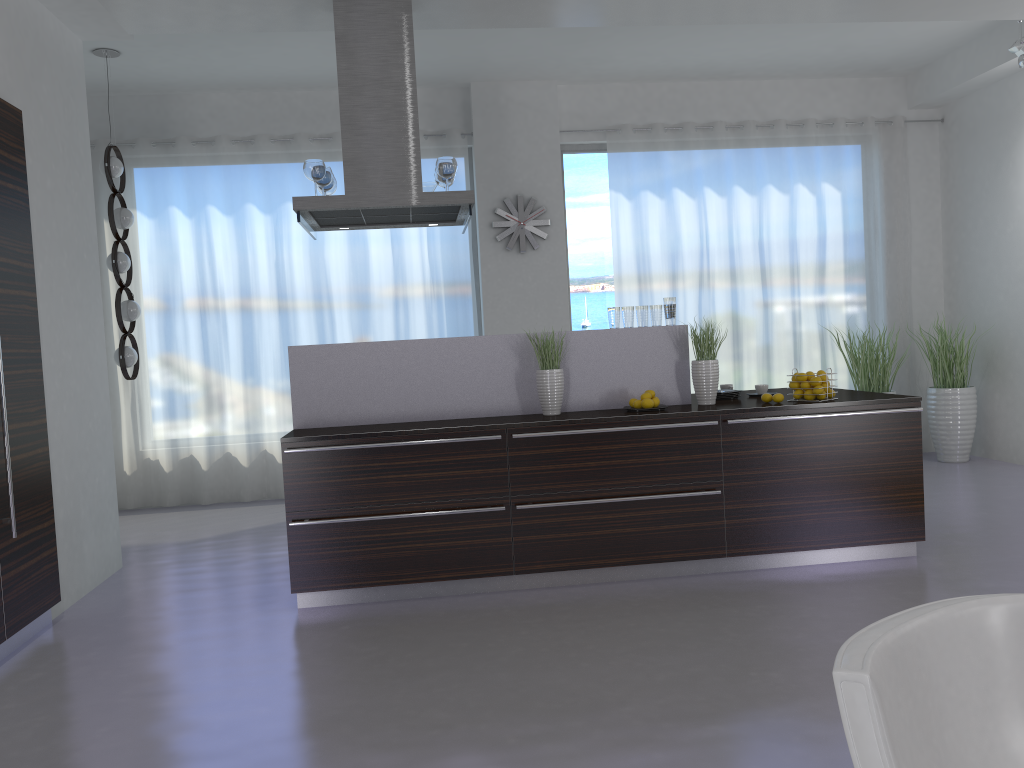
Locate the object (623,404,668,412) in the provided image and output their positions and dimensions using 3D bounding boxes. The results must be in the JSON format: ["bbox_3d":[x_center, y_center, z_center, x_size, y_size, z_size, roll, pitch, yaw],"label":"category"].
[{"bbox_3d":[0.716,0.130,4.745,0.232,0.020,0.232,-3,3,2],"label":"object"}]

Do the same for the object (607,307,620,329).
[{"bbox_3d":[0.573,-0.370,4.973,0.071,0.119,0.072,0,4,44],"label":"object"}]

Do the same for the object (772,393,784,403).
[{"bbox_3d":[1.424,0.076,4.746,0.063,0.051,0.053,-3,3,-2],"label":"object"}]

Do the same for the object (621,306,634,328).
[{"bbox_3d":[0.653,-0.375,4.982,0.072,0.119,0.071,-1,3,34],"label":"object"}]

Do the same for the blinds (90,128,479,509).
[{"bbox_3d":[-1.909,-0.565,7.608,3.245,3.112,0.120,-3,3,-6],"label":"blinds"}]

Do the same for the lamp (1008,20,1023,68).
[{"bbox_3d":[3.600,-2.487,6.243,0.185,0.511,0.150,-3,3,-6],"label":"lamp"}]

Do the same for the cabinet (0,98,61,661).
[{"bbox_3d":[-2.379,0.020,2.519,0.669,2.500,3.600,-3,3,-6],"label":"cabinet"}]

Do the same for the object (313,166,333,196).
[{"bbox_3d":[-1.091,-1.138,5.110,0.125,0.221,0.125,-2,3,19],"label":"object"}]

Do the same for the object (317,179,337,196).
[{"bbox_3d":[-1.126,-1.151,5.413,0.125,0.221,0.125,-2,3,19],"label":"object"}]

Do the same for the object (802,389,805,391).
[{"bbox_3d":[1.616,0.052,4.887,0.053,0.053,0.061,-1,4,39],"label":"object"}]

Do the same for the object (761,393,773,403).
[{"bbox_3d":[1.378,0.076,4.790,0.053,0.051,0.063,-5,3,-37],"label":"object"}]

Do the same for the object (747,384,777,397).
[{"bbox_3d":[1.490,0.040,5.286,0.153,0.069,0.153,-5,3,-33],"label":"object"}]

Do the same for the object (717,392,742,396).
[{"bbox_3d":[1.228,0.060,5.247,0.232,0.020,0.232,-3,3,-3],"label":"object"}]

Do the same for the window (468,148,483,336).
[{"bbox_3d":[-1.782,-0.771,7.838,3.000,2.500,0.100,-3,3,-6],"label":"window"}]

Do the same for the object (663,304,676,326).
[{"bbox_3d":[0.893,-0.389,5.008,0.072,0.119,0.071,-1,3,34],"label":"object"}]

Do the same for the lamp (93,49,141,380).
[{"bbox_3d":[-2.863,-1.211,6.456,0.180,2.370,0.367,-4,3,-13],"label":"lamp"}]

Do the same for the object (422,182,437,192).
[{"bbox_3d":[-0.525,-1.168,5.566,0.137,0.174,0.137,-6,4,-41],"label":"object"}]

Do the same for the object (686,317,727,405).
[{"bbox_3d":[1.077,-0.137,4.863,0.247,0.502,0.269,-1,3,37],"label":"object"}]

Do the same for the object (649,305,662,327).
[{"bbox_3d":[0.813,-0.384,4.999,0.072,0.119,0.071,-1,3,34],"label":"object"}]

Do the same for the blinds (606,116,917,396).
[{"bbox_3d":[2.326,-0.819,8.065,2.830,3.112,0.120,-3,3,-6],"label":"blinds"}]

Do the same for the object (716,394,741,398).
[{"bbox_3d":[1.228,0.070,5.248,0.232,0.020,0.232,-3,3,2],"label":"object"}]

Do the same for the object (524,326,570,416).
[{"bbox_3d":[0.197,-0.083,4.743,0.269,0.502,0.247,-3,3,-6],"label":"object"}]

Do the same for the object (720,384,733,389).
[{"bbox_3d":[1.332,0.038,5.509,0.153,0.069,0.153,-2,3,27],"label":"object"}]

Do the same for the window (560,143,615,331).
[{"bbox_3d":[1.940,-0.994,8.241,3.000,2.500,0.100,-3,3,-6],"label":"window"}]

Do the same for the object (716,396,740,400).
[{"bbox_3d":[1.229,0.080,5.248,0.232,0.020,0.232,-3,3,2],"label":"object"}]

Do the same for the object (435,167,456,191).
[{"bbox_3d":[-0.388,-1.182,5.210,0.125,0.221,0.125,-2,3,19],"label":"object"}]

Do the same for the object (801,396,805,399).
[{"bbox_3d":[1.576,0.057,4.842,0.061,0.053,0.053,-1,3,36],"label":"object"}]

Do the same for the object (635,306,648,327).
[{"bbox_3d":[0.733,-0.379,4.991,0.072,0.119,0.071,-1,3,34],"label":"object"}]

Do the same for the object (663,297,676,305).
[{"bbox_3d":[0.891,-0.428,5.006,0.072,0.119,0.071,-1,3,34],"label":"object"}]

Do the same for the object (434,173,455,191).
[{"bbox_3d":[-0.404,-1.188,5.356,0.125,0.221,0.125,-2,3,19],"label":"object"}]

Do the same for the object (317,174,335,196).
[{"bbox_3d":[-1.110,-1.145,5.267,0.125,0.221,0.125,-2,3,19],"label":"object"}]

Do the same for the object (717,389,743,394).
[{"bbox_3d":[1.046,-0.006,5.304,0.646,0.147,0.269,-2,3,19],"label":"object"}]

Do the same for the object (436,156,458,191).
[{"bbox_3d":[-0.369,-1.175,5.053,0.125,0.221,0.125,-2,3,19],"label":"object"}]

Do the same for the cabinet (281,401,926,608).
[{"bbox_3d":[0.464,0.565,5.118,3.285,0.852,1.377,-3,3,-6],"label":"cabinet"}]
